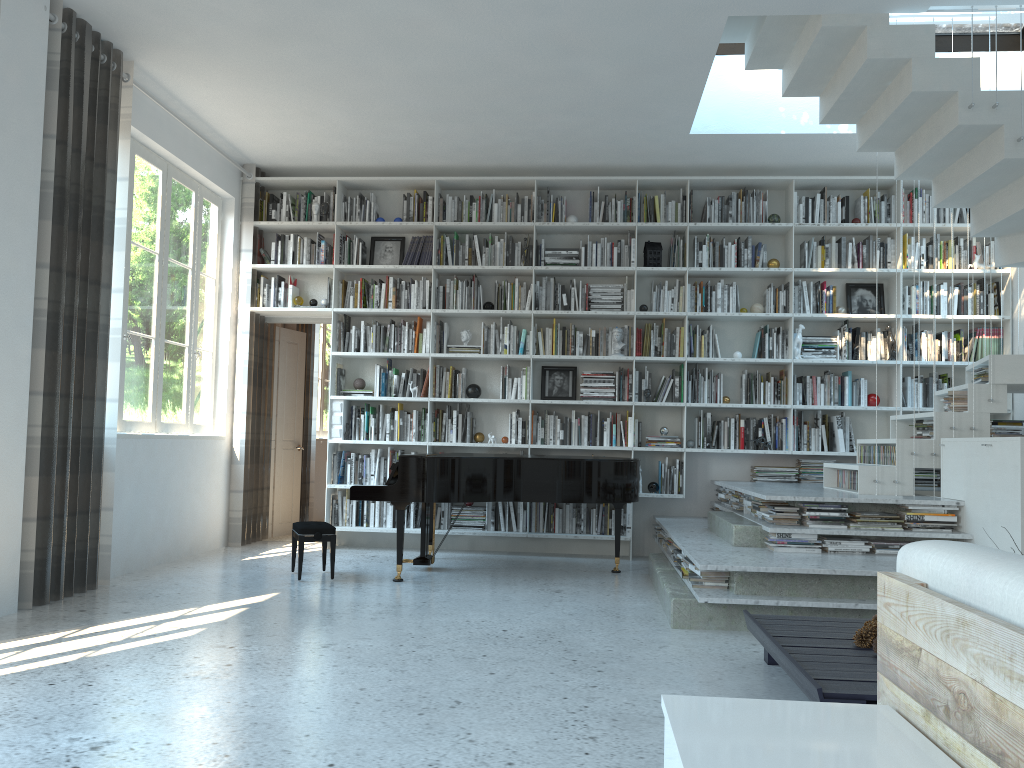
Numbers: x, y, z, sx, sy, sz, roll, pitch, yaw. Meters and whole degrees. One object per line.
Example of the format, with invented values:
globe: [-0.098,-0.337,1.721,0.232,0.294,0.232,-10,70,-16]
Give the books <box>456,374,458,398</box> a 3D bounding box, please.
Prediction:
books: [-0.450,0.028,7.517,0.011,0.208,0.180,1,-3,5]

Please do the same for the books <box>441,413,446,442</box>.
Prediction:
books: [-0.566,0.371,7.506,0.042,0.248,0.162,1,-3,5]

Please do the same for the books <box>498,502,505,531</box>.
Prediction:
books: [-0.079,1.099,7.424,0.062,0.253,0.178,1,-3,5]

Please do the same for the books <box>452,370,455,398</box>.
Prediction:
books: [-0.489,0.009,7.525,0.014,0.243,0.153,1,-3,5]

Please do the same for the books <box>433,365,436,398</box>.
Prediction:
books: [-0.651,-0.014,7.549,0.012,0.285,0.159,1,-3,5]

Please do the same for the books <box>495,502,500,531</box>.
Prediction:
books: [-0.122,1.106,7.438,0.028,0.237,0.136,1,-3,5]

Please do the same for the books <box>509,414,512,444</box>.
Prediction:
books: [-0.013,0.379,7.469,0.012,0.254,0.161,1,-3,5]

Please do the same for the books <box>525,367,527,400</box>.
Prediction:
books: [0.125,0.002,7.460,0.011,0.279,0.187,1,-3,5]

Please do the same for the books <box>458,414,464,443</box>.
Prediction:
books: [-0.431,0.378,7.508,0.029,0.240,0.135,1,-3,5]

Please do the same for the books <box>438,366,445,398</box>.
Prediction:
books: [-0.596,-0.008,7.539,0.026,0.275,0.154,1,-3,5]

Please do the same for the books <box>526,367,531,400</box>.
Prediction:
books: [0.141,0.001,7.462,0.021,0.281,0.162,1,-3,5]

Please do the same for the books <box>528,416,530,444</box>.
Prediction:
books: [0.153,0.389,7.478,0.019,0.242,0.107,1,-3,5]

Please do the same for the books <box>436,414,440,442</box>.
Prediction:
books: [-0.614,0.374,7.510,0.030,0.239,0.157,1,-3,5]

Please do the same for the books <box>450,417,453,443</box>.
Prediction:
books: [-0.497,0.388,7.499,0.021,0.215,0.172,1,-3,5]

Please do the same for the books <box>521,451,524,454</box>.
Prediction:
books: [0.082,0.719,7.431,0.013,0.320,0.173,1,-3,5]

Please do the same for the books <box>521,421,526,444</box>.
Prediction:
books: [0.102,0.411,7.468,0.031,0.194,0.142,1,-3,5]

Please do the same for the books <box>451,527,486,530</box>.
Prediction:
books: [-0.360,1.211,7.456,0.285,0.007,0.159,1,-4,5]

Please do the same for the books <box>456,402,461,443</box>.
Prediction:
books: [-0.450,0.329,7.520,0.013,0.338,0.138,1,-3,5]

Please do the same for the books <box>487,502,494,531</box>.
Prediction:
books: [-0.180,1.092,7.445,0.031,0.265,0.144,1,-3,5]

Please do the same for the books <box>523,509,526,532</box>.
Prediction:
books: [0.109,1.139,7.408,0.024,0.179,0.171,1,-3,5]

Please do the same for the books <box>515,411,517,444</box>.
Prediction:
books: [0.040,0.368,7.468,0.010,0.277,0.155,1,-3,5]

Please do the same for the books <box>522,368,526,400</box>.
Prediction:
books: [0.106,0.007,7.471,0.027,0.269,0.178,1,-3,5]

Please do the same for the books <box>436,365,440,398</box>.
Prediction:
books: [-0.621,-0.014,7.537,0.025,0.284,0.145,1,-3,5]

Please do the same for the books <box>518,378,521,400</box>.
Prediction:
books: [0.068,0.047,7.476,0.024,0.188,0.172,1,-3,5]

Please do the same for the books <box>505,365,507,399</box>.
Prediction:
books: [-0.046,-0.006,7.496,0.011,0.291,0.156,1,-3,5]

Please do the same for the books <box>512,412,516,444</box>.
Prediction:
books: [0.020,0.371,7.456,0.027,0.269,0.159,1,-3,5]

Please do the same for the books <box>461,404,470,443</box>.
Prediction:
books: [-0.393,0.334,7.491,0.050,0.328,0.166,1,-3,5]

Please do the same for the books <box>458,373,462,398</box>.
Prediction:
books: [-0.431,0.024,7.512,0.028,0.216,0.175,1,-3,5]

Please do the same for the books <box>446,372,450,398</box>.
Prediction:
books: [-0.536,0.016,7.529,0.025,0.228,0.153,1,-3,5]

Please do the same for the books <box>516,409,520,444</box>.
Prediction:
books: [0.052,0.361,7.464,0.014,0.290,0.132,1,-3,5]

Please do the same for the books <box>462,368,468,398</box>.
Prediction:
books: [-0.401,0.000,7.526,0.028,0.265,0.144,1,-3,5]

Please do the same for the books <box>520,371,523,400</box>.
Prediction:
books: [0.086,0.019,7.465,0.012,0.244,0.171,1,-3,5]

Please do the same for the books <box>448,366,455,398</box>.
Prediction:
books: [-0.511,-0.008,7.507,0.026,0.274,0.190,1,-3,5]

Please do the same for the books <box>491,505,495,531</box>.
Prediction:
books: [-0.152,1.123,7.428,0.029,0.202,0.178,1,-3,5]

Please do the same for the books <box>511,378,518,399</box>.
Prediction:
books: [0.028,0.046,7.475,0.057,0.188,0.156,1,-3,5]

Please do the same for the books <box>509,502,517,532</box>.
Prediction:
books: [0.013,1.089,7.420,0.073,0.275,0.181,1,-3,5]

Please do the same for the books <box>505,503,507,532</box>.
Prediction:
books: [-0.043,1.110,7.418,0.011,0.232,0.174,1,-3,5]

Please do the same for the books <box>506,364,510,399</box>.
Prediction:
books: [-0.034,-0.009,7.492,0.012,0.298,0.166,1,-3,5]

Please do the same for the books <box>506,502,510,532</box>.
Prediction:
books: [-0.032,1.088,7.410,0.012,0.274,0.180,1,-3,5]

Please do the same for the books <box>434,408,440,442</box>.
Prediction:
books: [-0.635,0.352,7.516,0.013,0.283,0.146,1,-3,5]

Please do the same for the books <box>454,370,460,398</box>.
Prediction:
books: [-0.467,0.009,7.540,0.028,0.247,0.142,1,-3,5]

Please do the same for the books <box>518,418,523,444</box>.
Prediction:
books: [0.071,0.396,7.452,0.029,0.220,0.153,1,-3,5]

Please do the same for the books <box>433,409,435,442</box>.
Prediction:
books: [-0.647,0.356,7.526,0.013,0.275,0.147,1,-3,5]

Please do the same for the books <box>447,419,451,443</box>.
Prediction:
books: [-0.520,0.398,7.504,0.024,0.196,0.157,1,-3,5]

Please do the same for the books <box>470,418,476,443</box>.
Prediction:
books: [-0.330,0.394,7.495,0.023,0.212,0.160,1,-3,5]

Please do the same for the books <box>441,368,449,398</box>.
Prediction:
books: [-0.566,-0.002,7.529,0.036,0.263,0.166,1,-3,5]

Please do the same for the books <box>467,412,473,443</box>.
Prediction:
books: [-0.355,0.368,7.484,0.027,0.261,0.163,1,-3,5]

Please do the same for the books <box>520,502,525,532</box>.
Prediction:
books: [0.084,1.097,7.395,0.024,0.260,0.189,1,-3,5]

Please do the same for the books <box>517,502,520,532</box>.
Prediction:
books: [0.063,1.100,7.428,0.025,0.259,0.132,1,-3,5]

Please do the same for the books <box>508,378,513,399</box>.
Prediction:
books: [-0.014,0.049,7.493,0.030,0.182,0.154,1,-3,5]

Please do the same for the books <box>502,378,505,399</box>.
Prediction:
books: [-0.066,0.046,7.483,0.025,0.186,0.154,1,-3,5]

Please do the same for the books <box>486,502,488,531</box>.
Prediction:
books: [-0.203,1.096,7.431,0.012,0.254,0.161,1,-3,5]

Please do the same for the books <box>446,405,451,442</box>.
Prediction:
books: [-0.538,0.339,7.504,0.014,0.313,0.166,1,-3,5]

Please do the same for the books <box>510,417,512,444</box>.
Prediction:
books: [0.000,0.394,7.475,0.015,0.225,0.148,1,-3,5]

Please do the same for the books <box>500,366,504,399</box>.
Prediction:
books: [-0.083,-0.004,7.492,0.012,0.285,0.159,1,-3,5]

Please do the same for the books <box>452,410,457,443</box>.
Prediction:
books: [-0.473,0.362,7.495,0.027,0.269,0.185,1,-3,5]

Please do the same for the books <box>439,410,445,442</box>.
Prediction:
books: [-0.593,0.357,7.501,0.012,0.272,0.181,1,-3,5]

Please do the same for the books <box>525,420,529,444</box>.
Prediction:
books: [0.129,0.408,7.453,0.024,0.201,0.158,1,-3,5]
